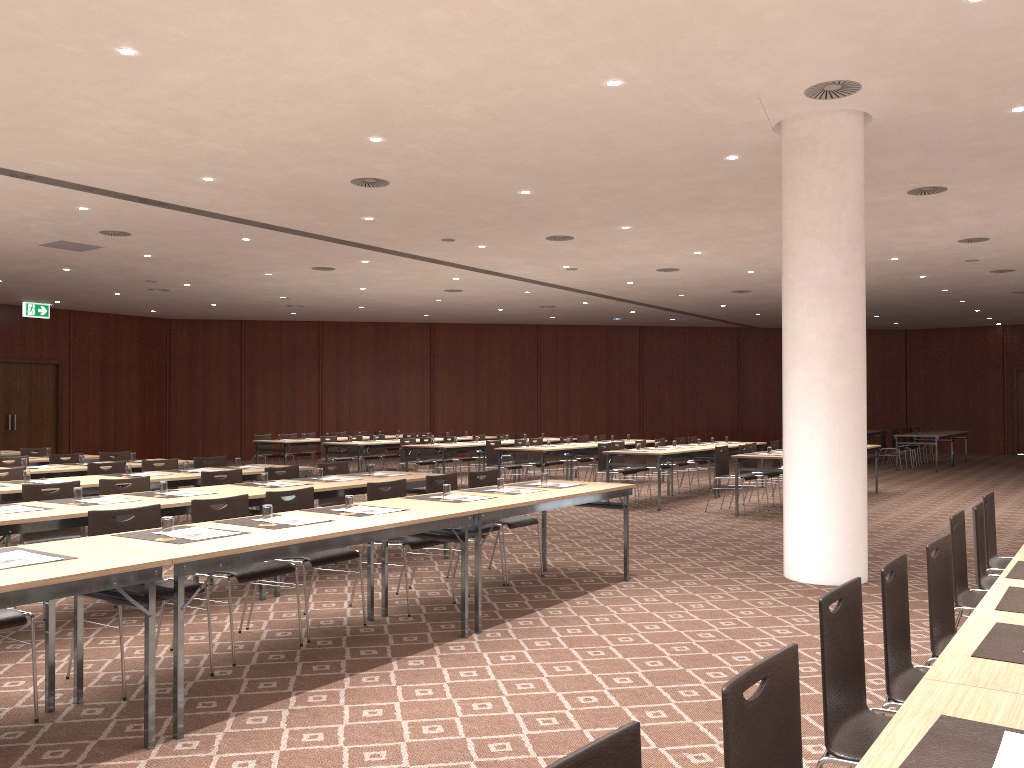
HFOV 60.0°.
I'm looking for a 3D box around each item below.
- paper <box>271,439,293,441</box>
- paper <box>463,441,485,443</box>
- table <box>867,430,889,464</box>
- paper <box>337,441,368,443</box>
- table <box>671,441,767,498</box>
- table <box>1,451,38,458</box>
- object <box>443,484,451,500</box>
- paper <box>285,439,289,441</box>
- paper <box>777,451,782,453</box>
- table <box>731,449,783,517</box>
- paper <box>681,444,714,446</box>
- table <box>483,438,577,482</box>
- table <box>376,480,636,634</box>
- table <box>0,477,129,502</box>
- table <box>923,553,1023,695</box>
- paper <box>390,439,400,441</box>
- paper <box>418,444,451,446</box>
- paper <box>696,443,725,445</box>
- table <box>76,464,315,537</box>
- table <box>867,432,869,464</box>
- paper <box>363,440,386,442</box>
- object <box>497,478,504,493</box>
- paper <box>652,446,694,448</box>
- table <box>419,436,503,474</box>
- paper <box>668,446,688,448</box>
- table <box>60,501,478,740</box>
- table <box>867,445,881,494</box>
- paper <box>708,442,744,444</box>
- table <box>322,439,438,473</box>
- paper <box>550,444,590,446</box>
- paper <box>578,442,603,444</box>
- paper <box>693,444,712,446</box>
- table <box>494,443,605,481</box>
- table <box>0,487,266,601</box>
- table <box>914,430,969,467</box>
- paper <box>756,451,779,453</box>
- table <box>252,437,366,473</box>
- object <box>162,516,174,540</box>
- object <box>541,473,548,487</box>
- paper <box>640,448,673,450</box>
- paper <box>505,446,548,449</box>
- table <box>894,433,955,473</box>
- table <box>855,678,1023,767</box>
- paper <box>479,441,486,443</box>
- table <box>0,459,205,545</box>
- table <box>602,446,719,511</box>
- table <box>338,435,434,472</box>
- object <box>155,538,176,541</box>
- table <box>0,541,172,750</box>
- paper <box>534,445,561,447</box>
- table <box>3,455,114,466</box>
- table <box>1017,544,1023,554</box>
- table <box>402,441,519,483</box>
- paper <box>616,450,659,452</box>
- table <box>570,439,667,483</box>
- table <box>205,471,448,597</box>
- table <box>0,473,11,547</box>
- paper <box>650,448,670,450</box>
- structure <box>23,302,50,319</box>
[{"bbox_3d":[-4.653,1.143,18.044,0.565,0.003,0.460,-1,-2,33],"label":"paper"},{"bbox_3d":[-0.649,1.104,16.816,0.565,0.003,0.460,-1,-2,34],"label":"paper"},{"bbox_3d":[9.514,1.688,24.162,0.953,0.833,2.267,-1,-2,35],"label":"table"},{"bbox_3d":[-3.007,1.110,16.902,0.565,0.003,0.460,-1,-2,33],"label":"paper"},{"bbox_3d":[3.683,1.486,15.777,0.953,0.833,2.267,-1,-2,35],"label":"table"},{"bbox_3d":[-8.175,1.433,12.735,0.953,0.833,2.267,-1,-2,35],"label":"table"},{"bbox_3d":[-0.470,0.779,6.389,0.054,0.114,0.054,0,-1,1],"label":"object"},{"bbox_3d":[-4.587,1.138,18.021,0.398,0.006,0.283,-1,-2,35],"label":"paper"},{"bbox_3d":[3.997,0.990,12.856,0.398,0.006,0.283,-1,-2,37],"label":"paper"},{"bbox_3d":[4.030,1.409,12.771,0.953,0.833,2.267,-1,-2,35],"label":"table"},{"bbox_3d":[3.197,1.058,15.334,0.565,0.003,0.460,-1,-2,36],"label":"paper"},{"bbox_3d":[0.399,1.551,18.060,0.953,0.833,2.267,-1,-2,35],"label":"table"},{"bbox_3d":[0.035,1.271,7.027,0.953,0.833,2.267,-1,-2,35],"label":"table"},{"bbox_3d":[-4.545,1.291,7.446,0.953,0.833,2.267,-1,-2,35],"label":"table"},{"bbox_3d":[2.059,1.161,2.855,0.953,0.833,2.267,-1,-2,35],"label":"table"},{"bbox_3d":[-2.281,1.135,17.943,0.565,0.003,0.460,-1,-2,38],"label":"paper"},{"bbox_3d":[-1.397,1.077,15.722,0.565,0.003,0.460,-1,-2,37],"label":"paper"},{"bbox_3d":[3.579,1.071,15.869,0.565,0.003,0.460,-1,-2,35],"label":"paper"},{"bbox_3d":[-3.249,1.336,9.310,0.953,0.833,2.267,-1,-2,35],"label":"table"},{"bbox_3d":[8.218,1.643,22.298,0.953,0.833,2.267,-1,-2,35],"label":"table"},{"bbox_3d":[-2.687,1.123,17.428,0.565,0.003,0.460,-1,-2,34],"label":"paper"},{"bbox_3d":[-0.087,0.792,6.924,0.054,0.114,0.054,0,-1,1],"label":"object"},{"bbox_3d":[2.658,1.039,14.544,0.565,0.003,0.460,-1,-2,36],"label":"paper"},{"bbox_3d":[-1.243,1.583,19.201,0.953,0.833,2.267,-1,-2,35],"label":"table"},{"bbox_3d":[2.716,1.036,14.563,0.398,0.006,0.283,-1,-2,33],"label":"paper"},{"bbox_3d":[-1.261,1.227,5.163,0.953,0.833,2.267,-1,-2,35],"label":"table"},{"bbox_3d":[5.325,1.454,14.635,0.953,0.833,2.267,-1,-2,35],"label":"table"},{"bbox_3d":[3.941,1.083,16.369,0.565,0.003,0.460,-1,-2,35],"label":"paper"},{"bbox_3d":[-2.539,1.538,17.338,0.953,0.833,2.267,-1,-2,35],"label":"table"},{"bbox_3d":[1.013,1.071,15.681,0.565,0.003,0.460,-1,-2,36],"label":"paper"},{"bbox_3d":[1.525,1.090,16.468,0.565,0.003,0.460,-1,-2,33],"label":"paper"},{"bbox_3d":[3.286,1.054,15.331,0.398,0.006,0.283,-1,-2,34],"label":"paper"},{"bbox_3d":[0.745,1.474,15.055,0.953,0.833,2.267,-1,-2,35],"label":"table"},{"bbox_3d":[-2.903,1.259,6.305,0.953,0.833,2.267,-1,-2,35],"label":"table"},{"bbox_3d":[11.156,1.656,23.020,0.953,0.833,2.267,-1,-2,35],"label":"table"},{"bbox_3d":[3.909,0.995,12.884,0.565,0.003,0.460,-1,-2,37],"label":"paper"},{"bbox_3d":[-4.181,1.571,18.479,0.953,0.833,2.267,-1,-2,35],"label":"table"},{"bbox_3d":[-1.758,0.735,4.531,0.054,0.114,0.054,0,-1,1],"label":"object"},{"bbox_3d":[0.272,0.805,7.467,0.054,0.114,0.054,0,-1,1],"label":"object"},{"bbox_3d":[2.266,1.026,13.989,0.565,0.003,0.460,-1,-2,34],"label":"paper"},{"bbox_3d":[0.242,1.046,14.614,0.565,0.003,0.460,-1,-2,34],"label":"paper"},{"bbox_3d":[9.860,1.611,21.157,0.953,0.833,2.267,-1,-2,35],"label":"table"},{"bbox_3d":[0.763,1.117,0.992,0.953,0.833,2.267,-1,-2,35],"label":"table"},{"bbox_3d":[-0.553,1.099,16.814,0.398,0.006,0.283,-1,-2,34],"label":"paper"},{"bbox_3d":[-4.891,1.368,10.452,0.953,0.833,2.267,-1,-2,35],"label":"table"},{"bbox_3d":[2.387,1.442,13.913,0.953,0.833,2.267,-1,-2,35],"label":"table"},{"bbox_3d":[-2.885,1.615,20.343,0.953,0.833,2.267,-1,-2,35],"label":"table"},{"bbox_3d":[-1.767,0.792,4.524,0.102,0.001,0.102,0,-1,1],"label":"object"},{"bbox_3d":[-2.557,1.182,3.300,0.953,0.833,2.267,-1,-2,35],"label":"table"},{"bbox_3d":[0.614,1.059,15.151,0.565,0.003,0.460,-1,-2,35],"label":"paper"},{"bbox_3d":[-6.533,1.400,11.593,0.953,0.833,2.267,-1,-2,35],"label":"table"},{"bbox_3d":[3.355,1.206,4.719,0.953,0.833,2.267,-1,-2,35],"label":"table"},{"bbox_3d":[-0.897,1.506,16.196,0.953,0.833,2.267,-1,-2,35],"label":"table"},{"bbox_3d":[1.886,1.013,13.458,0.565,0.003,0.460,-1,-2,34],"label":"paper"},{"bbox_3d":[2.041,1.519,16.918,0.953,0.833,2.267,-1,-2,35],"label":"table"},{"bbox_3d":[-1.607,1.304,8.168,0.953,0.833,2.267,-1,-2,35],"label":"table"},{"bbox_3d":[-6.187,1.323,8.588,0.953,0.833,2.267,-1,-2,35],"label":"table"},{"bbox_3d":[2.353,1.022,14.002,0.398,0.006,0.283,-1,-2,34],"label":"paper"},{"bbox_3d":[-11.357,-1.761,21.170,0.105,0.346,0.587,-1,-1,35],"label":"structure"}]
